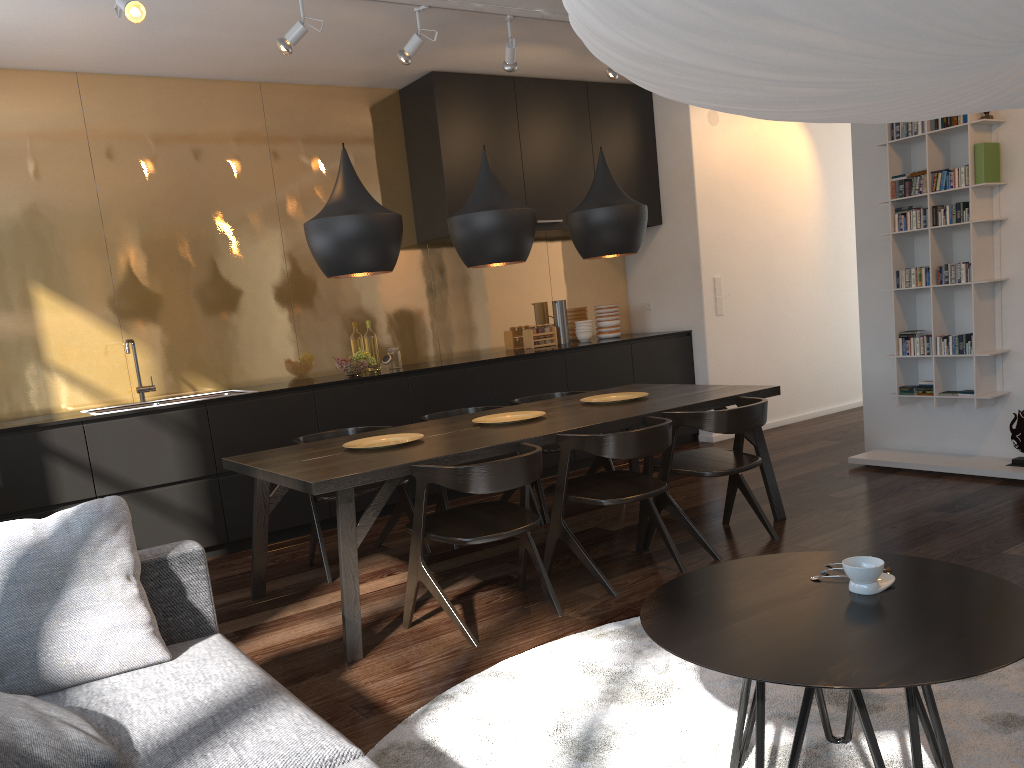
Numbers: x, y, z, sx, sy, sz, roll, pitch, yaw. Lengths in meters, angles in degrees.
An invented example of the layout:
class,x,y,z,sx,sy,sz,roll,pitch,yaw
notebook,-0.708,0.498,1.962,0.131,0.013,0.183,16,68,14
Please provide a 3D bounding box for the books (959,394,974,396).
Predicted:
class,x,y,z,sx,sy,sz,roll,pitch,yaw
books,2.606,0.058,5.030,0.069,0.014,0.092,-9,6,-34

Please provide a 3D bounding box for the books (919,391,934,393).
class,x,y,z,sx,sy,sz,roll,pitch,yaw
books,2.463,0.042,5.213,0.069,0.014,0.092,-9,6,-34

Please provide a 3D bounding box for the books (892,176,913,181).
class,x,y,z,sx,sy,sz,roll,pitch,yaw
books,2.267,-1.192,5.135,0.069,0.014,0.092,-9,6,-34

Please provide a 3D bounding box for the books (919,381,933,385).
class,x,y,z,sx,sy,sz,roll,pitch,yaw
books,2.458,-0.009,5.206,0.069,0.014,0.092,-9,6,-34

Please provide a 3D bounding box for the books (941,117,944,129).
class,x,y,z,sx,sy,sz,roll,pitch,yaw
books,2.383,-1.449,4.861,0.069,0.093,0.014,-11,10,-33

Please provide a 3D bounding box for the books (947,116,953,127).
class,x,y,z,sx,sy,sz,roll,pitch,yaw
books,2.405,-1.461,4.825,0.074,0.117,0.028,-11,10,-33

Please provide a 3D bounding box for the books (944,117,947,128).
class,x,y,z,sx,sy,sz,roll,pitch,yaw
books,2.392,-1.449,4.846,0.069,0.094,0.020,-11,10,-33

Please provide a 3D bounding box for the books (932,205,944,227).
class,x,y,z,sx,sy,sz,roll,pitch,yaw
books,2.412,-0.950,5.003,0.074,0.117,0.028,-11,10,-33

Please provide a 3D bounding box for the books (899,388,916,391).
class,x,y,z,sx,sy,sz,roll,pitch,yaw
books,2.390,0.028,5.313,0.069,0.015,0.092,-10,6,-34

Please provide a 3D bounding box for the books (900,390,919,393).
class,x,y,z,sx,sy,sz,roll,pitch,yaw
books,2.394,0.041,5.315,0.069,0.014,0.092,-9,6,-34

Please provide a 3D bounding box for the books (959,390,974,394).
class,x,y,z,sx,sy,sz,roll,pitch,yaw
books,2.603,0.045,5.023,0.069,0.014,0.093,-9,6,-28

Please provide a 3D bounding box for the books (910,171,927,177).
class,x,y,z,sx,sy,sz,roll,pitch,yaw
books,2.331,-1.194,5.023,0.068,0.018,0.107,-10,6,-34

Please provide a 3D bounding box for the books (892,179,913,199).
class,x,y,z,sx,sy,sz,roll,pitch,yaw
books,2.280,-1.134,5.144,0.095,0.105,0.101,-11,8,-33

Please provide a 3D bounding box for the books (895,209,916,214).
class,x,y,z,sx,sy,sz,roll,pitch,yaw
books,2.317,-1.007,5.166,0.092,0.012,0.111,-9,6,-34

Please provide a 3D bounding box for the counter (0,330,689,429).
class,x,y,z,sx,sy,sz,roll,pitch,yaw
counter,-0.865,-0.085,5.866,5.027,0.002,0.730,-9,6,-33

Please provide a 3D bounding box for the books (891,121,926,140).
class,x,y,z,sx,sy,sz,roll,pitch,yaw
books,2.290,-1.465,5.041,0.108,0.114,0.221,-11,7,-34

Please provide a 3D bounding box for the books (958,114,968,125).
class,x,y,z,sx,sy,sz,roll,pitch,yaw
books,2.411,-1.572,4.831,0.106,0.336,0.228,-12,9,-33

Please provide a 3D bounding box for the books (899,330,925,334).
class,x,y,z,sx,sy,sz,roll,pitch,yaw
books,2.389,-0.309,5.273,0.092,0.012,0.111,-9,6,-34

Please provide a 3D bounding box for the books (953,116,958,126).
class,x,y,z,sx,sy,sz,roll,pitch,yaw
books,2.420,-1.457,4.808,0.068,0.108,0.016,-11,10,-33

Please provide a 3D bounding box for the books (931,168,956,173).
class,x,y,z,sx,sy,sz,roll,pitch,yaw
books,2.403,-1.188,4.928,0.068,0.008,0.107,-9,6,-34

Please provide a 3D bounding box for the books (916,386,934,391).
class,x,y,z,sx,sy,sz,roll,pitch,yaw
books,2.455,0.025,5.215,0.068,0.023,0.107,-10,6,-34

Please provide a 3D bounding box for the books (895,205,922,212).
class,x,y,z,sx,sy,sz,roll,pitch,yaw
books,2.317,-1.024,5.168,0.095,0.022,0.111,-10,6,-34

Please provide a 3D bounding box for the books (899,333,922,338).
class,x,y,z,sx,sy,sz,roll,pitch,yaw
books,2.376,-0.290,5.268,0.068,0.023,0.107,-10,6,-34

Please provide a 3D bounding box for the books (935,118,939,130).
class,x,y,z,sx,sy,sz,roll,pitch,yaw
books,2.362,-1.456,4.885,0.068,0.108,0.023,-11,10,-33

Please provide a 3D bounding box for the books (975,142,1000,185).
class,x,y,z,sx,sy,sz,roll,pitch,yaw
books,2.576,-1.192,4.792,0.164,0.216,0.049,-11,10,-33

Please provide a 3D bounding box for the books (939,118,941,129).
class,x,y,z,sx,sy,sz,roll,pitch,yaw
books,2.376,-1.449,4.873,0.069,0.093,0.014,-11,10,-33

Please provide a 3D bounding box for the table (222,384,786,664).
class,x,y,z,sx,sy,sz,roll,pitch,yaw
table,0.057,0.509,4.275,2.484,0.686,1.103,-10,7,-33

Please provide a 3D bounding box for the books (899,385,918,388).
class,x,y,z,sx,sy,sz,roll,pitch,yaw
books,2.393,0.018,5.308,0.068,0.009,0.107,-9,6,-34

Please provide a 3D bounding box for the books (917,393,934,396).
class,x,y,z,sx,sy,sz,roll,pitch,yaw
books,2.462,0.057,5.223,0.068,0.016,0.107,-10,6,-34

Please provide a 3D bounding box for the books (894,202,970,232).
class,x,y,z,sx,sy,sz,roll,pitch,yaw
books,2.415,-0.951,5.029,0.121,0.114,0.466,-11,7,-34

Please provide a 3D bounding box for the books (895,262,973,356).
class,x,y,z,sx,sy,sz,roll,pitch,yaw
books,2.467,-0.428,5.111,0.121,0.516,0.468,-12,9,-34

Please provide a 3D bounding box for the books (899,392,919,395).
class,x,y,z,sx,sy,sz,roll,pitch,yaw
books,2.394,0.055,5.316,0.074,0.015,0.098,-9,6,-34

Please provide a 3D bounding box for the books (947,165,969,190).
class,x,y,z,sx,sy,sz,roll,pitch,yaw
books,2.480,-1.137,4.859,0.121,0.114,0.136,-11,8,-33

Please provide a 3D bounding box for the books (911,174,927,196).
class,x,y,z,sx,sy,sz,roll,pitch,yaw
books,2.348,-1.135,5.042,0.095,0.109,0.114,-11,8,-33

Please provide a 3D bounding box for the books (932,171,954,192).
class,x,y,z,sx,sy,sz,roll,pitch,yaw
books,2.411,-1.133,4.945,0.095,0.108,0.087,-11,9,-33

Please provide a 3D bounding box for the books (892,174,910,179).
class,x,y,z,sx,sy,sz,roll,pitch,yaw
books,2.265,-1.205,5.128,0.069,0.014,0.093,-9,6,-28

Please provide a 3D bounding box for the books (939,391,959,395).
class,x,y,z,sx,sy,sz,roll,pitch,yaw
books,2.559,0.053,5.137,0.092,0.012,0.111,-9,6,-34

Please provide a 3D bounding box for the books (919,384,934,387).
class,x,y,z,sx,sy,sz,roll,pitch,yaw
books,2.459,0.006,5.207,0.069,0.014,0.092,-9,6,-34

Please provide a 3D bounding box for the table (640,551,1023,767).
class,x,y,z,sx,sy,sz,roll,pitch,yaw
table,0.738,0.732,2.022,0.842,0.477,0.844,-10,7,-31

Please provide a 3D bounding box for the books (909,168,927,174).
class,x,y,z,sx,sy,sz,roll,pitch,yaw
books,2.337,-1.209,5.024,0.092,0.015,0.111,-9,6,-34
